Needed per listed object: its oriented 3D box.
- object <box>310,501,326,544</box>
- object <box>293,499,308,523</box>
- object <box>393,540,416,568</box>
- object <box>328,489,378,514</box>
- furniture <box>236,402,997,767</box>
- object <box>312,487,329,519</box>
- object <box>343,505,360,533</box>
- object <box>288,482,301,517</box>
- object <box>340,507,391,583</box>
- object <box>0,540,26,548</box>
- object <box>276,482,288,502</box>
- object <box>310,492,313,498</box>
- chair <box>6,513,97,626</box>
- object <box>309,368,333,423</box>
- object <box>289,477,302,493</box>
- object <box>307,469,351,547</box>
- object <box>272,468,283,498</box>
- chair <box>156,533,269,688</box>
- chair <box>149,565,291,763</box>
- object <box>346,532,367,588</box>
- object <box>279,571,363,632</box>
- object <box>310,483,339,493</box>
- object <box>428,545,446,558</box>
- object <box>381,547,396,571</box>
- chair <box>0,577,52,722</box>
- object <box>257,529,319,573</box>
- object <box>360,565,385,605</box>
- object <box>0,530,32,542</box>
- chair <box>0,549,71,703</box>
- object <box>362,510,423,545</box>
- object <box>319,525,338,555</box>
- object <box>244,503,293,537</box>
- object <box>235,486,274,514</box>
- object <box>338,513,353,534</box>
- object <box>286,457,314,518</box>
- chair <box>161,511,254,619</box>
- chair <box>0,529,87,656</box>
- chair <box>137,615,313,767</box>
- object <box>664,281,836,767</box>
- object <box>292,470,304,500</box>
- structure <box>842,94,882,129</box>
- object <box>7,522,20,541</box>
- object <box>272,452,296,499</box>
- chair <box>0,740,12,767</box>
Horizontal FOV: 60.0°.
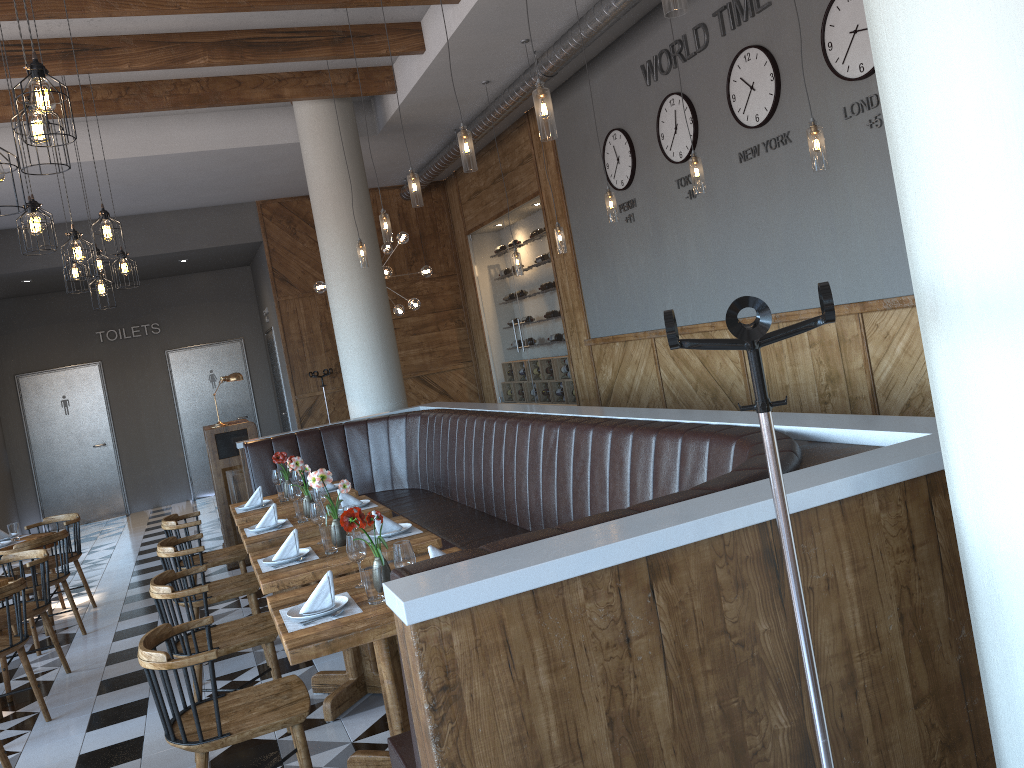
[{"bbox_3d":[-1.016,0.730,4.676,0.081,0.215,0.081,-10,1,33],"label":"object"},{"bbox_3d":[-1.289,0.780,5.421,0.080,0.132,0.080,-11,2,-35],"label":"object"},{"bbox_3d":[-0.392,0.694,3.295,0.081,0.215,0.081,-9,1,39],"label":"object"},{"bbox_3d":[-1.026,0.719,5.625,0.272,0.137,0.351,-11,3,-20],"label":"object"},{"bbox_3d":[-0.383,0.882,5.293,1.922,1.149,6.578,-11,3,-20],"label":"furniture"},{"bbox_3d":[-1.162,0.717,5.384,0.081,0.215,0.081,-10,1,11],"label":"object"},{"bbox_3d":[-0.781,0.706,4.352,0.081,0.215,0.081,-10,1,33],"label":"object"},{"bbox_3d":[-1.387,0.741,5.682,0.081,0.215,0.081,-11,1,-29],"label":"object"},{"bbox_3d":[-0.564,0.645,3.457,0.171,0.355,0.156,-11,1,-17],"label":"object"},{"bbox_3d":[-3.975,1.187,6.780,0.271,0.137,0.353,-9,3,25],"label":"object"},{"bbox_3d":[-1.670,0.792,6.455,0.080,0.132,0.080,-11,2,-35],"label":"object"},{"bbox_3d":[-1.254,0.759,5.685,0.080,0.132,0.080,-11,1,-20],"label":"object"},{"bbox_3d":[-3.896,1.564,7.496,0.518,0.817,0.552,-10,2,25],"label":"chair"},{"bbox_3d":[-2.429,0.626,11.922,0.374,1.657,0.375,-10,1,2],"label":"object"},{"bbox_3d":[-1.636,0.771,6.719,0.080,0.132,0.080,-11,1,-20],"label":"object"},{"bbox_3d":[-0.910,0.626,4.522,0.207,0.400,0.146,-11,1,-18],"label":"object"},{"bbox_3d":[-1.768,0.753,6.716,0.081,0.215,0.081,-11,1,-29],"label":"object"},{"bbox_3d":[-1.777,1.302,5.326,0.551,0.817,0.518,-11,2,-20],"label":"chair"},{"bbox_3d":[-1.396,1.290,4.294,0.551,0.817,0.518,-11,2,-20],"label":"chair"},{"bbox_3d":[-0.628,0.718,3.623,0.081,0.215,0.081,-10,1,-12],"label":"object"},{"bbox_3d":[-0.742,0.793,3.359,0.272,0.137,0.351,-11,3,-20],"label":"object"},{"bbox_3d":[-1.406,0.730,6.655,0.272,0.137,0.351,-11,3,-20],"label":"object"},{"bbox_3d":[-0.255,0.696,3.534,0.272,0.137,0.351,-11,3,-20],"label":"object"},{"bbox_3d":[-0.484,0.736,3.596,0.080,0.132,0.080,-11,1,-20],"label":"object"},{"bbox_3d":[-2.912,1.533,4.852,0.548,0.817,0.521,-10,2,25],"label":"chair"},{"bbox_3d":[-1.130,0.805,4.412,0.272,0.137,0.351,-11,3,-20],"label":"object"},{"bbox_3d":[-0.519,0.757,3.332,0.080,0.132,0.080,-11,2,-35],"label":"object"},{"bbox_3d":[-4.112,1.192,7.132,0.351,0.137,0.273,-9,3,25],"label":"object"},{"bbox_3d":[-3.227,1.542,5.706,0.518,0.817,0.552,-10,2,25],"label":"chair"},{"bbox_3d":[-0.643,0.707,4.587,0.272,0.137,0.351,-11,3,-20],"label":"object"},{"bbox_3d":[-0.899,0.769,4.364,0.080,0.132,0.080,-11,1,-15],"label":"object"},{"bbox_3d":[-1.513,0.816,5.450,0.272,0.137,0.351,-11,3,-20],"label":"object"},{"bbox_3d":[-1.893,0.828,6.480,0.272,0.137,0.351,-11,3,-20],"label":"object"},{"bbox_3d":[-0.874,0.748,4.653,0.080,0.132,0.080,-11,1,-20],"label":"object"},{"bbox_3d":[-1.315,0.642,5.542,0.146,0.400,0.206,-10,1,-13],"label":"object"},{"bbox_3d":[-2.158,1.313,6.359,0.551,0.817,0.518,-11,2,-20],"label":"chair"},{"bbox_3d":[-3.565,1.552,6.624,0.548,0.817,0.521,-10,2,25],"label":"chair"},{"bbox_3d":[-1.015,1.279,3.261,0.551,0.817,0.518,-11,2,-20],"label":"chair"},{"bbox_3d":[0.605,0.643,1.758,0.376,1.657,0.373,-11,1,-43],"label":"object"},{"bbox_3d":[-1.543,0.728,6.418,0.081,0.215,0.081,-10,1,11],"label":"object"},{"bbox_3d":[2.138,-1.611,5.256,0.021,0.199,0.442,-11,3,-20],"label":"structure"},{"bbox_3d":[-3.936,1.170,7.002,0.080,0.132,0.080,-10,1,5],"label":"object"},{"bbox_3d":[-1.675,0.672,6.580,0.156,0.355,0.170,-11,1,-27],"label":"object"},{"bbox_3d":[-2.584,1.523,3.964,0.518,0.817,0.552,-10,2,25],"label":"chair"}]
